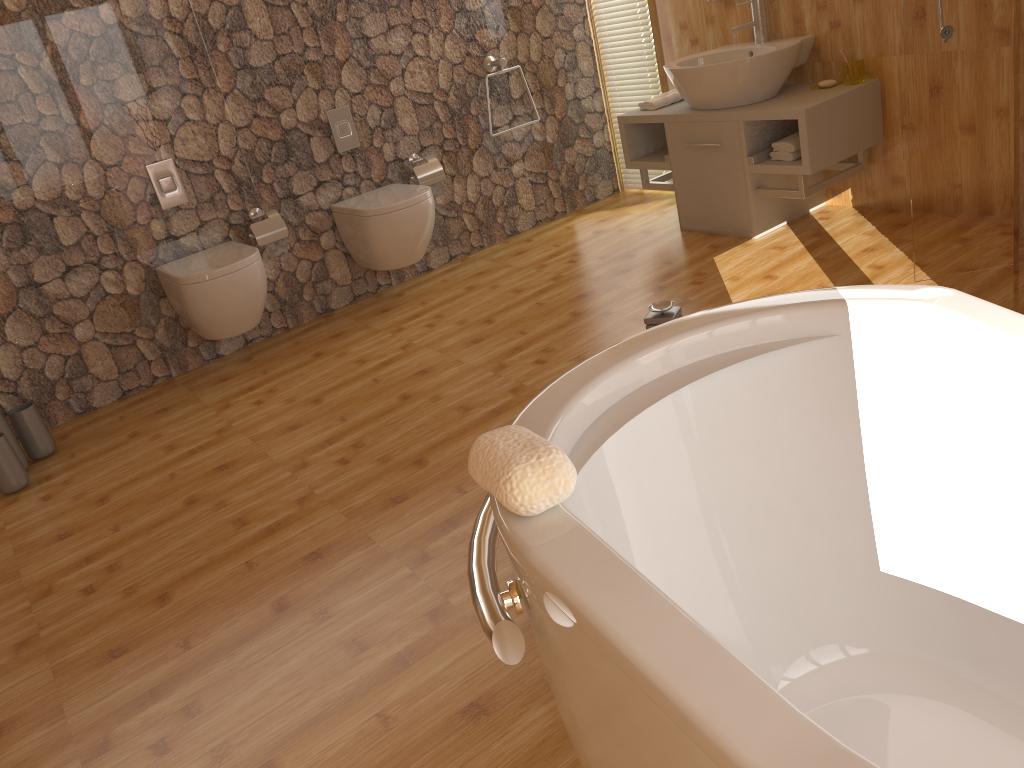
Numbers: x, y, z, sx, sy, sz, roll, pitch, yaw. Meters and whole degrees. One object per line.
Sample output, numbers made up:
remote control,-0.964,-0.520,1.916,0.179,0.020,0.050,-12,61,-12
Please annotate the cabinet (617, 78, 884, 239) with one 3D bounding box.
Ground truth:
cabinet,1.097,-1.059,4.205,0.517,0.570,1.136,-27,27,-27

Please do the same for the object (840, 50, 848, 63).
object,1.423,-1.354,3.756,0.063,0.132,0.012,-14,24,0

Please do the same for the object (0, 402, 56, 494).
object,-2.046,-0.088,3.128,0.277,1.123,0.658,-17,24,-7

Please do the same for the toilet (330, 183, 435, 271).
toilet,-0.568,-0.747,4.304,0.371,0.337,0.507,-27,27,-27

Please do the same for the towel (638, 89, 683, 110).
towel,0.756,-1.417,4.414,0.225,0.048,0.140,-24,26,-22

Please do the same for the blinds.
blinds,0.570,-2.114,4.777,0.042,2.178,0.420,-27,27,-27

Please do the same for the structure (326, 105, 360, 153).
structure,-0.819,-1.237,4.305,0.120,0.200,0.010,-27,27,-27

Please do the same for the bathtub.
bathtub,0.692,0.356,0.883,0.977,0.900,1.946,-26,26,-25

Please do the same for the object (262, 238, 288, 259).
object,-1.121,-0.670,4.128,0.098,0.151,0.090,-27,27,-27

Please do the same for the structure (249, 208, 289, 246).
structure,-1.156,-0.737,4.114,0.170,0.151,0.154,-27,27,-27

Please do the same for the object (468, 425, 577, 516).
object,0.010,0.108,1.126,0.105,0.077,0.166,-23,25,-20

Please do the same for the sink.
sink,0.983,-1.491,4.003,0.533,0.409,0.634,-27,27,-27

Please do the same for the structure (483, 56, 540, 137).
structure,-0.047,-1.541,4.695,0.332,0.387,0.133,-27,27,-27

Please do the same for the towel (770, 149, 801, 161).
towel,1.244,-1.020,3.833,0.225,0.048,0.140,-24,26,-22

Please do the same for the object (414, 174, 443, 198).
object,-0.424,-1.026,4.525,0.098,0.151,0.090,-27,27,-27

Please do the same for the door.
door,1.659,-1.412,2.642,0.983,2.147,0.077,-10,24,10

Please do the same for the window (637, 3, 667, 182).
window,1.687,-1.777,3.432,0.010,2.164,3.964,-27,27,-27

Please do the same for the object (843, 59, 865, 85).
object,1.452,-1.323,3.764,0.060,0.093,0.060,-27,27,-27

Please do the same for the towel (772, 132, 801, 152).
towel,1.247,-1.055,3.815,0.225,0.048,0.140,-24,26,-22

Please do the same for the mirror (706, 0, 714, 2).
mirror,1.086,-2.017,3.933,0.005,0.523,0.698,-27,27,-27

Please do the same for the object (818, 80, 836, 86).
object,1.372,-1.310,3.860,0.075,0.023,0.050,-12,24,5

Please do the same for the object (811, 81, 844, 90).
object,1.373,-1.302,3.863,0.100,0.010,0.100,-27,27,-27

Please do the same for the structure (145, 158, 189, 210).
structure,-1.518,-0.880,3.906,0.120,0.200,0.010,-27,27,-27

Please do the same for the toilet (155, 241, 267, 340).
toilet,-1.268,-0.389,3.905,0.371,0.337,0.507,-27,27,-27

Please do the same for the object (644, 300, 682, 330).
object,1.334,-0.847,1.919,2.276,1.921,0.347,-9,24,12

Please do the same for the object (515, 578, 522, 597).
object,0.062,0.399,2.104,0.141,0.131,0.141,-13,24,3

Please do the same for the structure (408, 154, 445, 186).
structure,-0.458,-1.093,4.512,0.170,0.151,0.154,-27,27,-27
